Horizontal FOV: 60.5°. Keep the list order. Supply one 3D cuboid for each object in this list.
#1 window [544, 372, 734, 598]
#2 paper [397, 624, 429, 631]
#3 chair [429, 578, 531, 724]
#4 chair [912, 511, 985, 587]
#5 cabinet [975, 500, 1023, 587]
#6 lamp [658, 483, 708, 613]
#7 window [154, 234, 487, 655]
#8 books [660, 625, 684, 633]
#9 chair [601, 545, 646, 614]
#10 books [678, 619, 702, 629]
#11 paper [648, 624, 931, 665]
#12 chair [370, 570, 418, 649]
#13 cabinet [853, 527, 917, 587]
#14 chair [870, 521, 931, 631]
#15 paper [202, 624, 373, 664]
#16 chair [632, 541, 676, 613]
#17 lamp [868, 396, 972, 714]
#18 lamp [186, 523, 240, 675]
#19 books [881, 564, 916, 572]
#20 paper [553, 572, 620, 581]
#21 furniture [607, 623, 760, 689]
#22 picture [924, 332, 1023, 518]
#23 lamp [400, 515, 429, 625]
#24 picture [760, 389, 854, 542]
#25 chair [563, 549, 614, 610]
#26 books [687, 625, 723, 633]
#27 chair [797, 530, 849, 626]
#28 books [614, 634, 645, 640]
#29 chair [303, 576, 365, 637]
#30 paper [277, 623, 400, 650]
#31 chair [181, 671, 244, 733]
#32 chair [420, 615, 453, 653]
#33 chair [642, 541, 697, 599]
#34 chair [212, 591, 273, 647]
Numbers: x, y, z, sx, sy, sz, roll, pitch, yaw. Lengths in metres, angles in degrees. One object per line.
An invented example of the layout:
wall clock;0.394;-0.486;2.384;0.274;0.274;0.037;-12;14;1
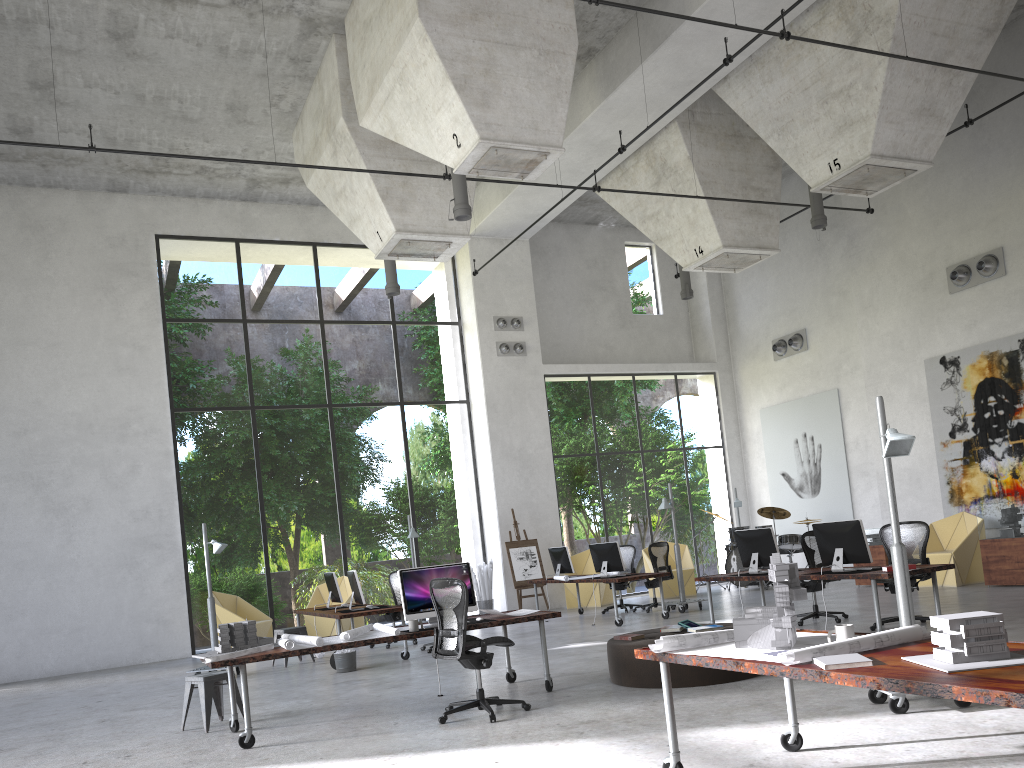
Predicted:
window;2.956;2.178;19.469;4.545;4.854;0.020;-3;-4;-25
paper;-0.871;2.277;8.237;0.483;0.001;0.436;-3;-11;-15
chair;-0.338;2.201;7.424;0.779;1.175;0.792;-10;-6;38
chair;7.138;2.689;14.304;0.931;1.159;0.995;-3;-7;-27
cabinet;7.522;2.377;13.115;0.592;1.245;0.754;-4;-5;-25
lamp;2.742;2.714;14.627;0.594;2.135;0.586;-5;-3;-25
window;-3.526;1.048;17.360;5.939;7.787;0.068;-4;-3;-25
books;1.578;2.394;8.604;0.199;0.034;0.287;-10;-11;20
chair;1.963;3.508;15.844;0.773;1.175;0.798;-7;-5;13
books;1.736;2.347;8.535;0.144;0.102;0.208;0;-11;-40
paper;1.402;1.314;4.528;0.973;0.104;1.094;0;-12;-30
chair;-1.883;3.583;14.032;0.777;1.175;0.794;-9;-6;28
cabinet;6.575;3.042;15.530;0.740;1.005;0.746;-4;-6;-25
chair;4.420;2.154;9.921;0.778;1.175;0.793;-9;-6;33
paper;-1.777;2.241;7.704;0.895;0.102;1.951;-8;-11;13
chair;2.442;3.366;15.355;0.799;1.175;0.772;-9;-6;28
lamp;2.666;1.146;6.063;0.579;2.135;0.601;-6;-3;0
lamp;-4.151;2.987;12.110;0.597;2.135;0.582;-7;-3;7
books;3.920;1.864;8.910;0.285;0.052;0.205;-7;-10;7
paper;1.262;3.246;14.947;1.072;0.104;0.993;-3;-11;-15
furniture;1.667;2.567;8.356;1.503;0.424;1.535;-2;-11;-23
picture;7.866;0.822;14.243;0.020;2.993;2.391;-5;-6;-26
lamp;-1.785;3.469;16.094;0.577;2.135;0.603;-5;-4;-25
picture;6.260;1.828;18.772;0.020;2.993;2.373;-5;-6;-26
chair;1.542;3.941;17.862;0.986;1.159;0.938;-9;-6;23
books;1.825;2.309;8.285;0.284;0.033;0.201;-4;-10;-12
chair;3.829;2.466;11.275;0.768;1.175;0.803;-2;-7;-41
books;1.113;2.402;8.337;0.174;0.032;0.259;1;-12;-34
chair;-3.288;4.158;16.243;0.985;1.159;0.939;-8;-6;20
paper;-1.551;2.226;7.776;1.072;0.104;0.993;-1;-11;-25
chair;-2.795;2.949;8.191;0.425;0.485;0.437;-11;-8;37
chair;-0.981;3.244;12.713;0.790;1.175;0.781;-2;-6;-36
chair;3.249;3.796;18.060;0.978;1.159;0.946;-6;-6;-6
chair;-4.722;4.108;15.146;0.937;1.159;0.988;-7;-6;10
